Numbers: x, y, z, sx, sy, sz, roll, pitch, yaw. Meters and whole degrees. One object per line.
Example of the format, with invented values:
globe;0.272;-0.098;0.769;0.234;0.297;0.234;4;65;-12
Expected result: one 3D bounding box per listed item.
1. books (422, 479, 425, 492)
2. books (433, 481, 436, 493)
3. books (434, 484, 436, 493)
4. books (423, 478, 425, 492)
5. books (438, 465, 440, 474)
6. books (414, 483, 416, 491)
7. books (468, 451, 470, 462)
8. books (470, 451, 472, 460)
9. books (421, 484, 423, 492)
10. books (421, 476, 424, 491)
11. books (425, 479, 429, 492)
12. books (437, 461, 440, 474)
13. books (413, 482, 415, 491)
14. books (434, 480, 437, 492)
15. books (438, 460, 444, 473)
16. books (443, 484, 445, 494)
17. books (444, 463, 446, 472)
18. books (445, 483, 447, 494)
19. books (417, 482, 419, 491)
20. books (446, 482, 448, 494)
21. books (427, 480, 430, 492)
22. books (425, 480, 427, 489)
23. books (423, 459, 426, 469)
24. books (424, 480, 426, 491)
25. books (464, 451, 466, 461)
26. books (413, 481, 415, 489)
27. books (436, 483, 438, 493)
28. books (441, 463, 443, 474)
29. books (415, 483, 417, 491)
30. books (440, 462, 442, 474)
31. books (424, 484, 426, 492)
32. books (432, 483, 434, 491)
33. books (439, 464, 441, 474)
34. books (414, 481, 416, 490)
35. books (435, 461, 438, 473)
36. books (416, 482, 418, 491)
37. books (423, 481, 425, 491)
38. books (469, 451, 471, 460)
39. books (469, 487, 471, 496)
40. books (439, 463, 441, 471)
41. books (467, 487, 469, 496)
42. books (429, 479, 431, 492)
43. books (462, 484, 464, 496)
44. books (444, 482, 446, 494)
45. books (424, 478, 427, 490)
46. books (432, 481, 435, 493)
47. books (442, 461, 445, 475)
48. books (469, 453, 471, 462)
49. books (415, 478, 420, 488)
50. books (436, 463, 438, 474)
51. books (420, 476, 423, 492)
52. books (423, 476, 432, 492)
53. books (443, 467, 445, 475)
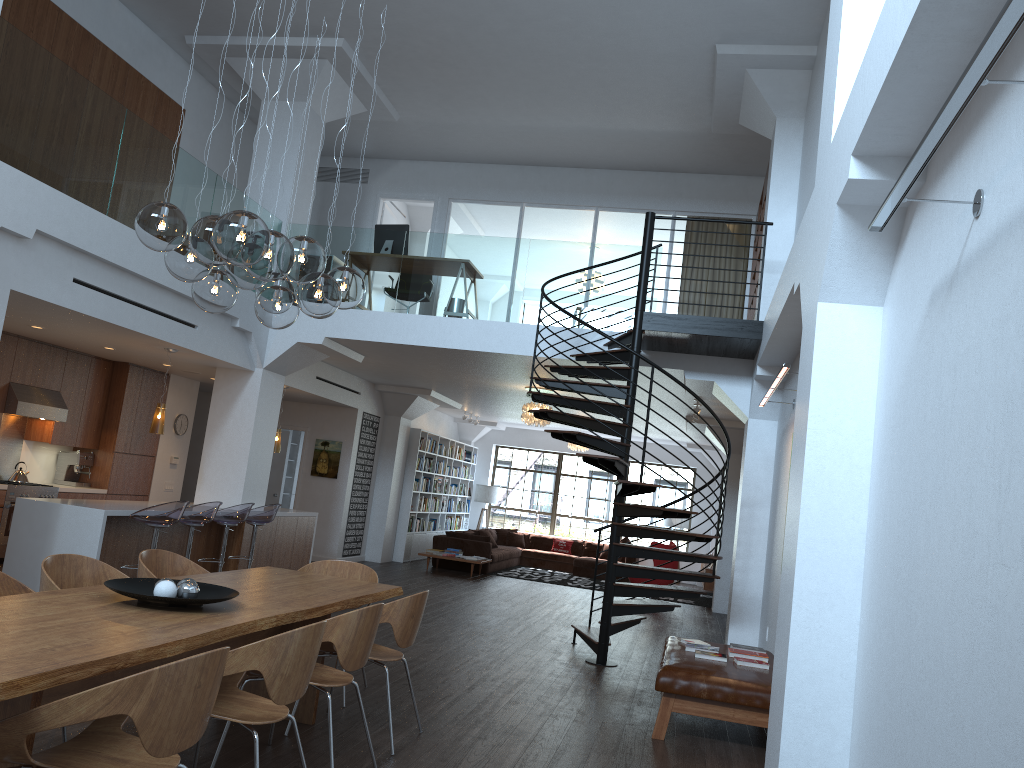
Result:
books;-1.750;1.900;16.707;0.174;0.239;0.045;6;-7;12
books;-1.602;2.010;17.443;0.174;0.240;0.054;6;-7;12
books;-1.584;2.030;17.515;0.161;0.223;0.032;6;-7;12
books;-1.736;1.908;16.799;0.159;0.250;0.026;6;-7;12
books;-1.531;1.667;17.651;0.167;0.230;0.037;6;-7;12
books;-1.838;1.861;16.257;0.134;0.184;0.030;6;-7;12
books;-1.044;1.621;19.903;0.183;0.253;0.042;6;-7;12
books;-1.019;1.640;20.030;0.183;0.253;0.042;6;-7;12
books;-1.763;1.902;16.673;0.161;0.223;0.027;6;-7;12
books;-1.767;1.864;16.637;0.176;0.290;0.053;6;-7;12
books;-1.699;1.930;16.949;0.182;0.253;0.034;6;-7;12
books;-1.535;1.646;17.583;0.182;0.253;0.034;6;-7;12
books;-1.848;1.844;16.191;0.127;0.200;0.020;6;-7;12
books;-1.589;2.019;17.555;0.183;0.253;0.042;6;-7;12
books;-1.476;1.675;17.902;0.176;0.290;0.053;6;-7;12
books;-1.460;2.128;18.160;0.161;0.223;0.030;6;-7;12
books;-1.443;1.715;18.028;0.159;0.250;0.026;6;-7;12
books;-1.433;2.145;18.267;0.161;0.223;0.030;6;-7;12
books;-1.790;1.894;16.399;0.107;0.167;0.017;6;-7;12
books;-1.422;2.148;18.371;0.171;0.246;0.036;6;-7;12
books;-1.679;1.951;17.045;0.174;0.239;0.045;6;-7;12
books;-1.723;1.930;16.881;0.167;0.230;0.037;6;-7;12
books;-1.733;1.515;16.662;0.174;0.236;0.142;6;-7;13
books;-1.724;1.926;16.821;0.161;0.223;0.027;6;-7;12
books;-1.106;1.582;19.529;0.161;0.223;0.032;6;-7;12
books;-1.853;1.841;16.159;0.136;0.196;0.045;6;-7;12
books;-1.558;2.062;17.667;0.161;0.207;0.135;6;-7;12
books;-1.489;1.689;17.824;0.174;0.239;0.045;6;-7;12
books;-1.812;1.887;16.313;0.110;0.153;0.019;6;-7;12
books;-1.501;1.678;17.775;0.170;0.245;0.057;6;-7;12
books;-1.721;1.930;16.847;0.161;0.223;0.026;6;-7;12
books;-1.625;1.994;17.374;0.160;0.251;0.031;6;-7;12
books;-1.509;1.680;17.706;0.161;0.223;0.027;6;-7;12
books;-1.836;1.861;16.230;0.128;0.178;0.021;6;-7;12
books;-1.563;1.621;17.413;0.182;0.253;0.034;6;-7;12
books;-1.806;1.886;16.351;0.120;0.167;0.020;6;-7;12
books;-1.743;1.904;16.758;0.170;0.245;0.057;6;-7;12
books;-1.036;1.627;19.945;0.183;0.253;0.042;6;-7;12
books;-1.033;2.453;20.289;0.182;0.215;0.188;6;-7;12
books;-1.517;1.676;17.681;0.161;0.223;0.026;6;-7;12
books;-1.068;2.422;20.105;0.161;0.222;0.084;6;-7;12
books;-1.660;1.956;17.117;0.182;0.253;0.034;6;-7;12
books;-1.169;2.335;19.663;0.180;0.259;0.042;6;-7;12
books;-1.449;2.119;18.201;0.174;0.251;0.051;6;-7;12
books;-1.728;1.923;16.920;0.182;0.253;0.034;6;-7;12
books;-1.612;2.012;17.400;0.161;0.223;0.032;6;-7;12
books;-1.469;1.686;17.962;0.197;0.283;0.065;6;-7;12
books;-1.030;1.633;19.988;0.183;0.253;0.042;6;-7;12
books;-1.796;1.865;16.440;0.140;0.231;0.042;6;-7;12
books;-1.553;1.638;17.484;0.174;0.239;0.045;6;-7;12
books;-1.783;1.857;16.579;0.197;0.283;0.065;6;-7;12
books;-1.656;1.946;17.182;0.176;0.294;0.102;6;-7;12
books;-1.453;1.724;18.002;0.161;0.223;0.026;6;-7;12
